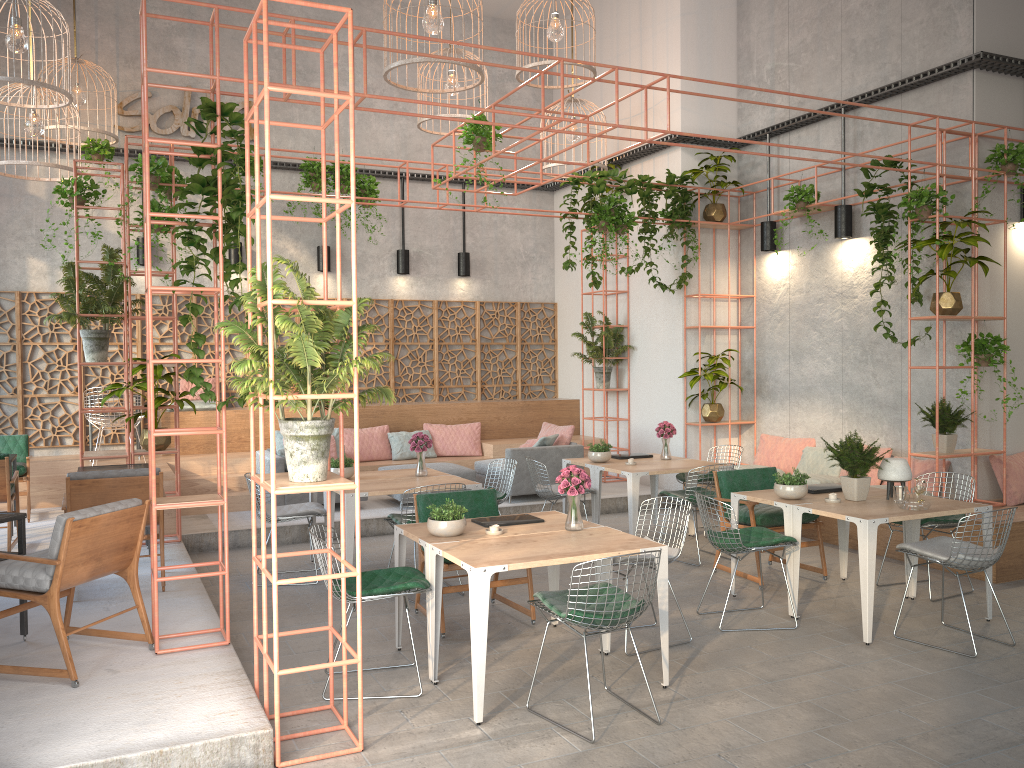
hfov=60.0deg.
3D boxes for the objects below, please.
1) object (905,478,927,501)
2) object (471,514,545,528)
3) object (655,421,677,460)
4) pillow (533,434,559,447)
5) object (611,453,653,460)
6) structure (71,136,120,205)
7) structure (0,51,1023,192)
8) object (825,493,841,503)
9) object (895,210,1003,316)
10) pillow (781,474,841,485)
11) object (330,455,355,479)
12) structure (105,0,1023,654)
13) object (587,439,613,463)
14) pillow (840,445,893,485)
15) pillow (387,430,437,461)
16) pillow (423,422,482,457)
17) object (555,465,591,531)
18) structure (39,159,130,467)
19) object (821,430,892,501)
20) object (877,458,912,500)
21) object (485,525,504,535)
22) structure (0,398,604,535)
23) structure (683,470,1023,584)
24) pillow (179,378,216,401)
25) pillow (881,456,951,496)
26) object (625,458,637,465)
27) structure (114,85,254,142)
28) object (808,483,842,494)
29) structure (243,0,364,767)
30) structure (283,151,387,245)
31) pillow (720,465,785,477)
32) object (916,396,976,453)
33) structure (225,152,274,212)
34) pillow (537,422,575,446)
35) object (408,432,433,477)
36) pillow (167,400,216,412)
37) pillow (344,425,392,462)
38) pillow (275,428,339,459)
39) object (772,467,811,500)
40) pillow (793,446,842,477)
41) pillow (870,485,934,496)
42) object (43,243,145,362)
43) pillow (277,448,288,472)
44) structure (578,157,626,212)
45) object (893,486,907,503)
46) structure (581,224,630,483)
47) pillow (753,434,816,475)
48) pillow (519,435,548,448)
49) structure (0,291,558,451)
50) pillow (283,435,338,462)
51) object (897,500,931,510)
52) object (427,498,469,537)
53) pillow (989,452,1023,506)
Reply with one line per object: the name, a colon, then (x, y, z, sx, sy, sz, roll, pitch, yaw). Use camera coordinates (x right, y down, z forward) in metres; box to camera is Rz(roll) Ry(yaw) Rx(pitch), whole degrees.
object: (2.998, 0.786, 6.560, 0.210, 0.154, 0.165, -2, 2, -35)
object: (-0.029, 0.919, 5.931, 0.427, 0.031, 0.268, -1, 2, -25)
object: (1.631, 0.599, 9.416, 0.225, 0.414, 0.213, -1, 2, -33)
pillow: (0.375, 0.813, 11.135, 0.308, 0.349, 0.495, 0, 2, 25)
object: (1.292, 0.787, 9.680, 0.427, 0.031, 0.268, -1, 2, -25)
structure: (-5.076, -2.645, 10.828, 0.605, 0.972, 0.587, -1, 2, -27)
structure: (2.587, -2.984, 6.820, 15.203, 0.110, 15.603, -1, 2, -25)
object: (2.365, 0.834, 6.535, 0.115, 0.078, 0.115, -1, 2, -19)
object: (3.931, -1.091, 8.029, 0.903, 0.947, 0.934, 0, 2, 27)
pillow: (3.328, 1.077, 9.716, 0.491, 0.149, 0.637, -1, 2, -24)
object: (-1.562, 0.748, 8.110, 0.252, 0.247, 0.247, -1, 2, -25)
structure: (3.341, -0.757, 9.744, 14.096, 4.345, 4.501, -1, 2, -26)
object: (0.916, 0.694, 9.265, 0.254, 0.247, 0.248, -1, 2, -25)
pillow: (3.800, 0.889, 9.595, 0.276, 0.474, 0.839, -1, 1, -5)
pillow: (-1.391, 0.851, 12.345, 0.666, 0.385, 0.289, -1, 2, -30)
pillow: (-0.849, 0.792, 12.621, 0.839, 0.474, 0.276, -1, 1, -5)
object: (0.387, 0.718, 5.602, 0.225, 0.414, 0.213, -1, 2, -33)
structure: (-4.010, -0.268, 8.337, 0.722, 3.623, 0.748, -1, 2, -25)
object: (2.542, 0.601, 6.612, 0.368, 0.527, 0.438, -1, 2, -25)
object: (2.868, 0.714, 6.646, 0.241, 0.313, 0.241, 0, 2, 20)
object: (-0.110, 0.906, 5.525, 0.115, 0.073, 0.115, -1, 2, -31)
structure: (-2.601, 0.897, 11.100, 9.152, 1.111, 3.396, -1, 2, -25)
structure: (5.764, 1.327, 10.634, 5.831, 0.500, 4.386, -1, 2, -25)
pillow: (-4.225, 0.081, 11.924, 0.499, 0.324, 0.307, -1, 1, -10)
pillow: (4.092, 0.948, 9.022, 0.289, 0.385, 0.666, -1, 2, -30)
object: (1.209, 0.785, 9.012, 0.115, 0.078, 0.115, -1, 2, -19)
structure: (-4.406, -3.682, 11.998, 1.807, 0.695, 0.087, -1, 2, -25)
object: (2.486, 0.838, 7.123, 0.427, 0.031, 0.268, -1, 2, -25)
structure: (-1.064, -0.003, 4.484, 0.424, 3.602, 0.624, -1, 2, -25)
structure: (-2.394, -2.543, 12.029, 1.434, 1.290, 0.670, -1, 2, -25)
pillow: (2.885, 1.058, 10.666, 0.491, 0.149, 0.637, -1, 2, -24)
object: (3.978, 0.372, 8.193, 0.368, 0.527, 0.438, -1, 2, -25)
structure: (-3.456, -2.680, 11.584, 0.605, 0.972, 0.587, -1, 2, -27)
pillow: (0.526, 0.755, 11.571, 0.273, 0.476, 0.836, -1, 2, -25)
object: (-0.852, 0.653, 8.258, 0.225, 0.414, 0.213, -1, 2, -33)
pillow: (-4.184, 0.293, 11.640, 0.637, 0.149, 0.491, -1, 2, -24)
pillow: (-2.010, 0.817, 12.080, 0.839, 0.474, 0.276, -2, 2, -35)
pillow: (-2.500, 0.799, 10.952, 0.839, 0.474, 0.276, -1, 2, -25)
object: (2.109, 0.745, 6.707, 0.254, 0.247, 0.248, -1, 2, -25)
pillow: (3.550, 0.925, 10.184, 0.289, 0.385, 0.666, -1, 2, -30)
pillow: (3.759, 1.096, 8.795, 0.491, 0.149, 0.637, -1, 2, -24)
object: (-3.905, -0.754, 8.366, 0.900, 1.101, 0.894, 0, 2, 29)
pillow: (-2.535, 0.894, 10.440, 0.307, 0.324, 0.499, 0, 1, 10)
structure: (1.208, -2.773, 12.477, 0.903, 0.803, 0.934, 0, 2, 37)
object: (2.819, 0.803, 6.439, 0.095, 0.119, 0.095, -1, 1, -1)
structure: (1.331, -0.433, 12.658, 0.424, 3.596, 0.624, -1, 2, -25)
pillow: (3.298, 0.865, 10.774, 0.276, 0.474, 0.839, -2, 2, -35)
pillow: (0.234, 0.823, 11.567, 0.441, 0.317, 0.479, -2, 2, -44)
structure: (-3.048, -0.187, 12.713, 9.782, 2.103, 0.132, -1, 2, -25)
pillow: (-2.448, 0.834, 10.810, 0.666, 0.385, 0.289, -1, 2, -25)
object: (2.806, 0.849, 6.198, 0.218, 0.041, 0.218, -1, 1, -17)
object: (-0.405, 0.825, 5.517, 0.252, 0.247, 0.247, -1, 2, -25)
pillow: (4.954, 0.903, 8.618, 0.839, 0.474, 0.276, -2, 2, -35)
